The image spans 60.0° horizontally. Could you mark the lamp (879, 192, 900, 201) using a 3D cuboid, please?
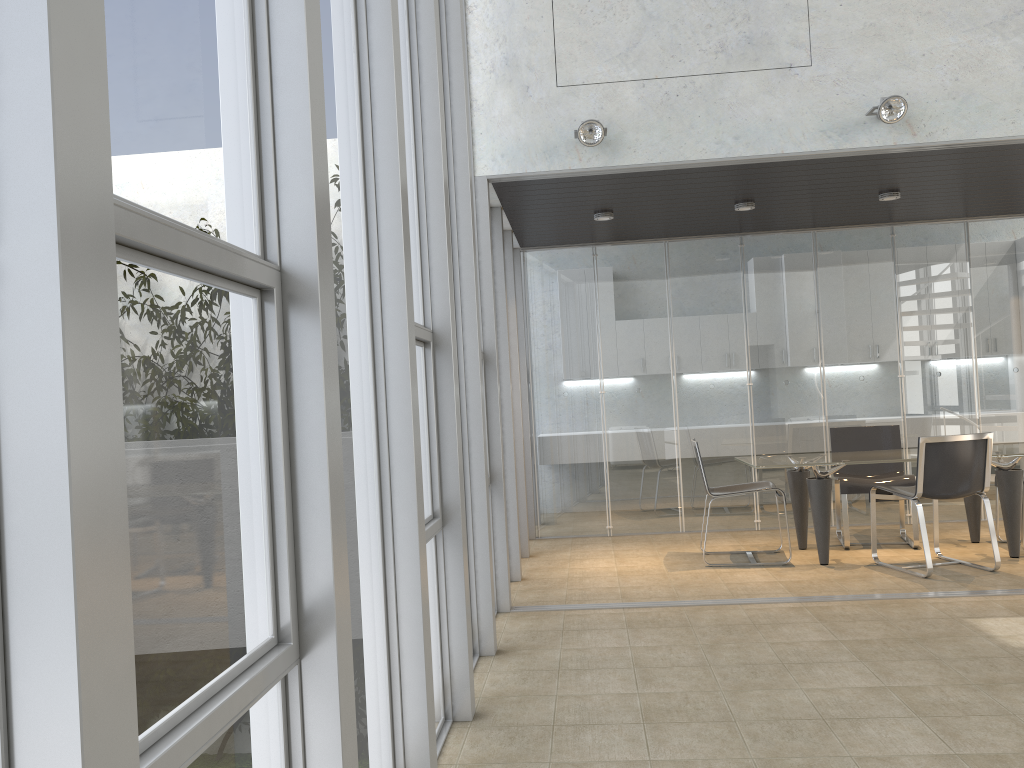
[{"bbox_3d":[2.840,-1.411,6.671,0.149,0.038,0.149,-3,-1,20],"label":"lamp"}]

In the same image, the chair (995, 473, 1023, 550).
[{"bbox_3d":[3.994,0.744,6.539,0.660,0.922,0.546,-3,-1,10],"label":"chair"}]

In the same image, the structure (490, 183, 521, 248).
[{"bbox_3d":[3.319,0.773,5.429,6.700,6.900,4.916,-3,-1,5],"label":"structure"}]

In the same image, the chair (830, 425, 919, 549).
[{"bbox_3d":[2.887,0.813,7.103,0.546,0.922,0.660,-3,-1,15],"label":"chair"}]

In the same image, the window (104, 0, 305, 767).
[{"bbox_3d":[-0.606,-1.485,1.468,0.050,5.700,0.800,-3,-1,5],"label":"window"}]

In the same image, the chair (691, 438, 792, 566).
[{"bbox_3d":[1.722,0.870,6.732,0.660,0.922,0.546,-3,-1,10],"label":"chair"}]

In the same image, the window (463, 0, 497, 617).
[{"bbox_3d":[-0.302,-1.441,5.109,0.050,5.700,0.800,-3,-1,5],"label":"window"}]

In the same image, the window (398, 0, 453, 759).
[{"bbox_3d":[-0.454,-1.463,3.289,0.050,5.700,0.800,-3,-1,5],"label":"window"}]

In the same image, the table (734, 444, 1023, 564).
[{"bbox_3d":[2.904,0.892,6.640,2.250,0.733,0.900,-3,-1,5],"label":"table"}]

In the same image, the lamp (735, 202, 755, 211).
[{"bbox_3d":[1.774,-1.353,6.760,0.149,0.038,0.149,-3,-1,20],"label":"lamp"}]

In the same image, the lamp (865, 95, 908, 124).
[{"bbox_3d":[2.196,-1.585,5.176,0.197,0.154,0.254,-3,-1,5],"label":"lamp"}]

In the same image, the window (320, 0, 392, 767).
[{"bbox_3d":[-0.545,-1.473,2.379,0.010,5.650,0.741,-3,-1,5],"label":"window"}]

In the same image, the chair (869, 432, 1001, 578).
[{"bbox_3d":[2.867,0.797,6.064,0.546,0.922,0.660,-3,-1,-10],"label":"chair"}]

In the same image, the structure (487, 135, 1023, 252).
[{"bbox_3d":[1.490,-2.032,2.916,9.817,6.605,10.665,-3,-1,4],"label":"structure"}]

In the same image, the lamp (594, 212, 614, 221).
[{"bbox_3d":[0.709,-1.294,6.848,0.149,0.038,0.149,-3,-1,20],"label":"lamp"}]

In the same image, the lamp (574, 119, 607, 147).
[{"bbox_3d":[0.472,-1.490,5.306,0.197,0.154,0.228,-3,-1,5],"label":"lamp"}]
